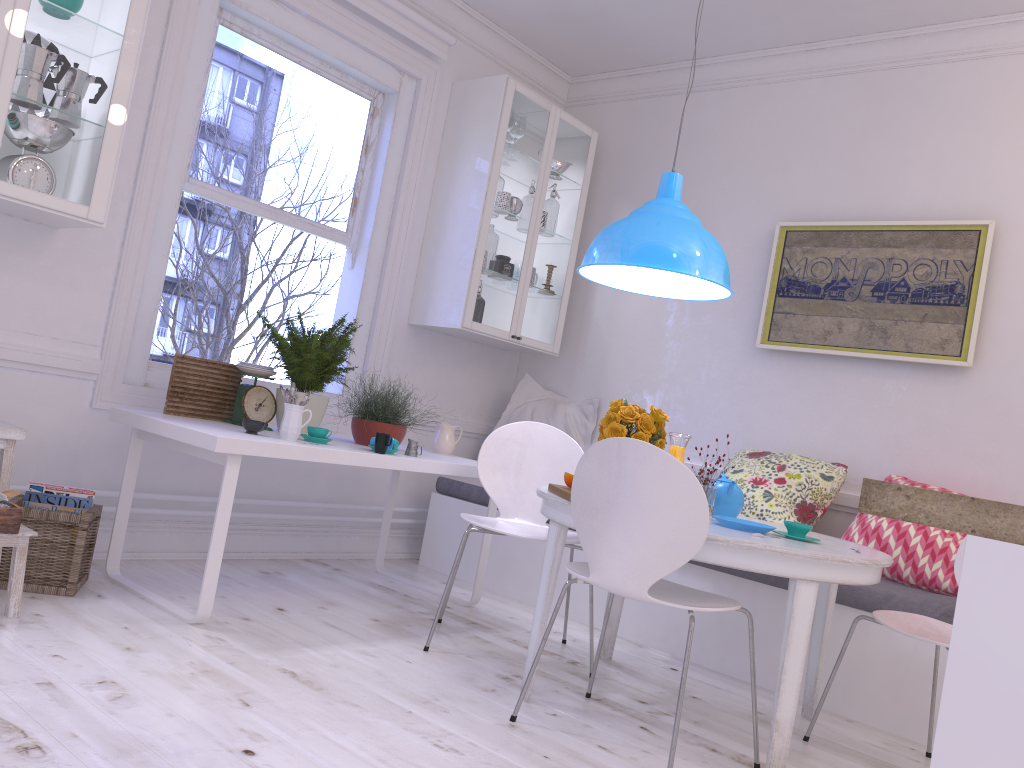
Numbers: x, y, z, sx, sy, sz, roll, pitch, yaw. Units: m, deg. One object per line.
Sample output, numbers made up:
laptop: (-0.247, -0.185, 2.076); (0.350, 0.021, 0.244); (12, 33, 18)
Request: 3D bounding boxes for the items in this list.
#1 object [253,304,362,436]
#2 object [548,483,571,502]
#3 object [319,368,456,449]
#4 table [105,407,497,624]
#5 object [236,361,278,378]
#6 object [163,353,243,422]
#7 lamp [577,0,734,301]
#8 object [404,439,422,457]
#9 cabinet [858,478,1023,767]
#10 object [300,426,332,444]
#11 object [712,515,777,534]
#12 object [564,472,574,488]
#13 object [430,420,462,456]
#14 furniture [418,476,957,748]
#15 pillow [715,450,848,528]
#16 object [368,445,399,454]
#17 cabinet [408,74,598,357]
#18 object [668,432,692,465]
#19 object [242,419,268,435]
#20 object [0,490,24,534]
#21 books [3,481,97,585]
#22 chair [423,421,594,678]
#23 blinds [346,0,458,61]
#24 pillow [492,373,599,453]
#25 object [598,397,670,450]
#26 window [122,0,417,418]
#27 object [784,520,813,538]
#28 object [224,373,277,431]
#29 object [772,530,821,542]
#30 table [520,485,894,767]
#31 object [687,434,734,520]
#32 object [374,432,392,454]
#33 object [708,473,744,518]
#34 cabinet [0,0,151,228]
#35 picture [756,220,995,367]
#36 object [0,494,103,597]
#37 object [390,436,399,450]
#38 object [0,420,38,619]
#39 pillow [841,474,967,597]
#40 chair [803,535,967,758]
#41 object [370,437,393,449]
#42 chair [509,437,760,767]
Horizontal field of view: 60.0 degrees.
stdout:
object: (-0.830, -0.055, 3.596); (0.368, 0.527, 0.438); (8, -3, 41)
object: (0.255, 0.354, 2.745); (0.224, 0.024, 0.347); (11, -2, -9)
object: (-0.547, 0.105, 3.800); (0.668, 0.367, 0.531); (11, -2, -25)
table: (-0.770, 0.539, 3.577); (0.736, 0.619, 1.514); (8, -3, 41)
object: (-1.025, -0.057, 3.565); (0.164, 0.047, 0.163); (10, -2, 0)
object: (-1.214, 0.021, 3.508); (0.028, 0.237, 0.294); (8, -3, 41)
lamp: (0.687, -1.319, 3.253); (0.568, 1.948, 0.568); (11, -2, -15)
object: (-0.397, 0.257, 3.571); (0.052, 0.067, 0.066); (8, -3, 41)
cabinet: (1.028, 0.648, 1.004); (1.167, 0.842, 0.654); (8, -3, 41)
object: (-0.734, 0.192, 3.337); (0.121, 0.055, 0.121); (11, -2, -9)
object: (0.718, 0.438, 2.751); (0.196, 0.023, 0.196); (9, -3, 28)
object: (0.240, 0.302, 2.757); (0.129, 0.075, 0.285); (11, -2, -13)
object: (-0.314, 0.252, 4.141); (0.115, 0.152, 0.127); (9, -2, 23)
furniture: (0.993, 0.926, 3.843); (3.296, 0.508, 0.769); (8, -3, 41)
pillow: (1.143, 0.519, 3.995); (0.509, 0.447, 0.592); (13, -3, -44)
object: (-0.501, 0.256, 3.449); (0.121, 0.021, 0.121); (11, -2, -9)
cabinet: (-0.012, -0.880, 4.875); (0.425, 1.311, 0.823); (8, -3, 41)
object: (0.574, 0.304, 3.127); (0.094, 0.267, 0.116); (11, -2, -22)
object: (-0.923, 0.154, 3.163); (0.082, 0.048, 0.079); (10, -2, 0)
object: (-1.585, 0.350, 2.543); (0.211, 0.110, 0.358); (8, -3, 43)
books: (-1.587, 0.512, 3.039); (0.221, 0.306, 0.205); (11, -2, -16)
chair: (0.049, 0.563, 3.320); (0.604, 0.845, 0.483); (10, -2, -4)
blinds: (-0.785, -1.831, 4.058); (0.136, 0.131, 1.451); (8, -3, 41)
pillow: (0.159, 0.274, 5.016); (0.677, 0.642, 0.374); (10, -2, 11)
object: (0.392, 0.221, 2.956); (0.235, 0.351, 0.234); (10, -2, 6)
window: (-1.109, -0.799, 4.147); (0.181, 1.782, 1.234); (8, -3, 41)
object: (0.884, 0.454, 2.750); (0.088, 0.043, 0.088); (12, -3, -42)
object: (-1.037, 0.070, 3.556); (0.185, 0.208, 0.159); (8, -3, 41)
object: (0.881, 0.474, 2.749); (0.147, 0.011, 0.147); (8, -3, 43)
table: (0.585, 0.752, 2.901); (1.140, 0.629, 1.140); (11, -2, -20)
object: (0.659, 0.301, 2.928); (0.128, 0.287, 0.128); (8, -3, 42)
object: (-0.492, 0.226, 3.358); (0.055, 0.077, 0.070); (11, -2, -24)
object: (0.732, 0.388, 3.069); (0.150, 0.151, 0.156); (8, -3, 44)
cabinet: (-1.681, -1.263, 2.893); (0.425, 1.311, 0.823); (8, -3, 41)
picture: (1.618, -0.434, 4.045); (0.971, 0.629, 0.020); (8, -3, 41)
object: (-1.590, 0.545, 3.025); (0.276, 0.270, 0.276); (11, -2, -16)
object: (-0.489, 0.227, 3.472); (0.082, 0.059, 0.069); (10, -2, 19)
object: (-1.758, 0.365, 2.665); (0.599, 0.534, 0.418); (8, -3, 41)
pillow: (1.653, 0.597, 3.546); (0.587, 0.424, 0.491); (8, -3, 44)
chair: (1.301, 0.762, 2.604); (0.483, 0.845, 0.604); (11, -2, -14)
object: (-0.503, 0.229, 3.437); (0.080, 0.058, 0.069); (10, -2, 14)
chair: (0.391, 0.593, 2.504); (0.604, 0.845, 0.483); (8, -3, 41)
